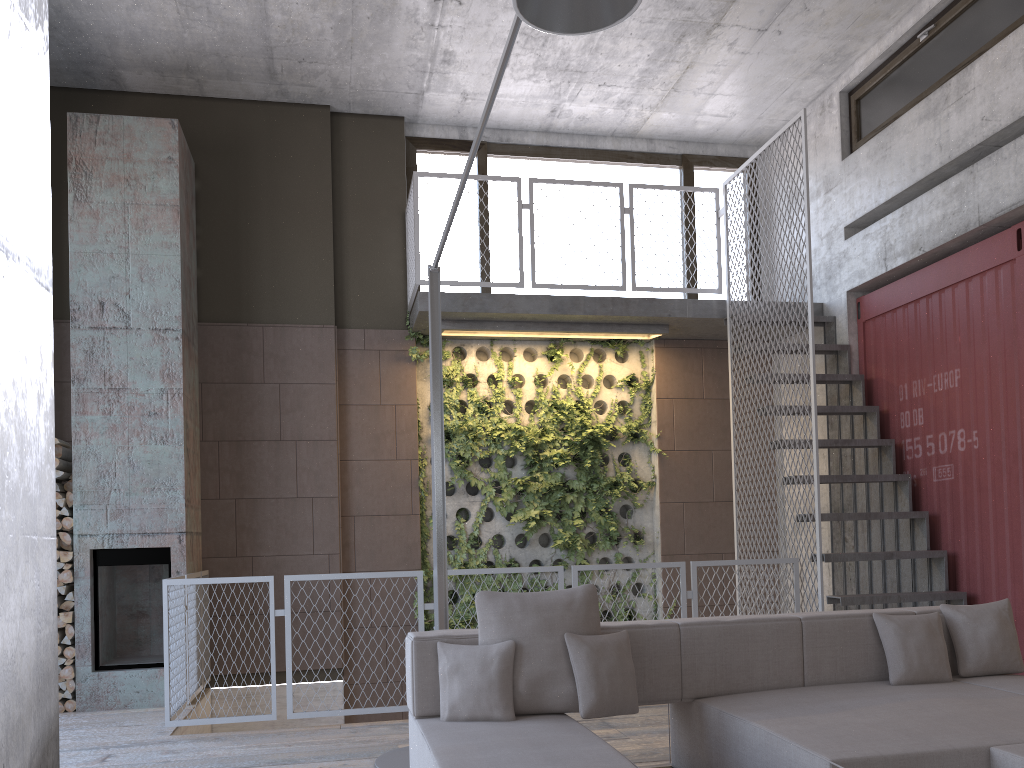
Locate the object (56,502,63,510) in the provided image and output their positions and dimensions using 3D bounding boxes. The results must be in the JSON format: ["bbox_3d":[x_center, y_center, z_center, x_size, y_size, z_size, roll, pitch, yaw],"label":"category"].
[{"bbox_3d":[-3.543,0.958,6.833,0.104,0.101,0.296,0,-9,-12],"label":"object"}]

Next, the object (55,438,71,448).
[{"bbox_3d":[-3.502,0.460,6.792,0.087,0.055,0.337,0,-10,-12],"label":"object"}]

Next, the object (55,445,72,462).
[{"bbox_3d":[-3.504,0.543,6.821,0.099,0.106,0.298,-1,-9,-11],"label":"object"}]

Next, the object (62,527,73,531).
[{"bbox_3d":[-3.378,1.083,6.770,0.101,0.101,0.297,-1,-9,-10],"label":"object"}]

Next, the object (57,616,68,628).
[{"bbox_3d":[-3.429,1.819,6.780,0.091,0.088,0.462,0,-10,-12],"label":"object"}]

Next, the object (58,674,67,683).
[{"bbox_3d":[-3.438,2.232,6.733,0.122,0.067,0.369,0,-10,-10],"label":"object"}]

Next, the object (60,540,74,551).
[{"bbox_3d":[-3.424,1.253,6.814,0.101,0.085,0.368,0,-10,-12],"label":"object"}]

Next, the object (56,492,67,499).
[{"bbox_3d":[-3.475,0.869,6.765,0.122,0.067,0.369,0,-10,-10],"label":"object"}]

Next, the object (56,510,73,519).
[{"bbox_3d":[-3.490,1.020,6.796,0.115,0.078,0.441,0,-10,-12],"label":"object"}]

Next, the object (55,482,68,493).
[{"bbox_3d":[-3.478,0.808,6.794,0.067,0.070,0.429,0,-10,-12],"label":"object"}]

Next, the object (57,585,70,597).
[{"bbox_3d":[-3.525,1.611,6.818,0.104,0.101,0.296,0,-9,-12],"label":"object"}]

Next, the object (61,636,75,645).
[{"bbox_3d":[-3.385,1.956,6.771,0.071,0.072,0.429,0,-10,-12],"label":"object"}]

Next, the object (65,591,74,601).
[{"bbox_3d":[-3.368,1.621,6.777,0.066,0.084,0.431,0,-10,-14],"label":"object"}]

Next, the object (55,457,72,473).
[{"bbox_3d":[-3.469,0.627,6.749,0.093,0.092,0.443,0,-10,-12],"label":"object"}]

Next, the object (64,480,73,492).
[{"bbox_3d":[-3.411,0.810,6.872,0.100,0.101,0.297,-1,-9,-10],"label":"object"}]

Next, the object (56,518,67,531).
[{"bbox_3d":[-3.470,1.091,6.793,0.091,0.088,0.462,0,-10,-12],"label":"object"}]

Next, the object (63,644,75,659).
[{"bbox_3d":[-3.357,2.052,6.783,0.091,0.091,0.443,0,-10,-12],"label":"object"}]

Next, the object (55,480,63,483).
[{"bbox_3d":[-3.571,0.749,6.745,0.115,0.078,0.441,0,-10,-12],"label":"object"}]

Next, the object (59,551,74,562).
[{"bbox_3d":[-3.380,1.332,6.785,0.093,0.082,0.486,0,-10,-12],"label":"object"}]

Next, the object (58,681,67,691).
[{"bbox_3d":[-3.403,2.300,6.750,0.066,0.084,0.431,0,-10,-14],"label":"object"}]

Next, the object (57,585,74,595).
[{"bbox_3d":[-3.423,1.590,6.767,0.066,0.084,0.431,0,-10,-14],"label":"object"}]

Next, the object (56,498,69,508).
[{"bbox_3d":[-3.441,0.937,6.782,0.066,0.084,0.431,0,-10,-14],"label":"object"}]

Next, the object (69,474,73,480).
[{"bbox_3d":[-3.402,0.736,6.876,0.064,0.048,0.254,0,-10,-10],"label":"object"}]

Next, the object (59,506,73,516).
[{"bbox_3d":[-3.411,0.993,6.794,0.071,0.072,0.429,0,-10,-12],"label":"object"}]

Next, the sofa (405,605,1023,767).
[{"bbox_3d":[1.259,1.296,2.974,2.996,0.777,3.055,0,-10,-11],"label":"sofa"}]

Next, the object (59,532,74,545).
[{"bbox_3d":[-3.390,1.194,6.752,0.088,0.107,0.370,-1,-9,-12],"label":"object"}]

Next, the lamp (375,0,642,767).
[{"bbox_3d":[-0.039,0.204,4.003,0.755,3.394,2.655,-1,-5,-24],"label":"lamp"}]

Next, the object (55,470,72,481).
[{"bbox_3d":[-3.428,0.707,6.761,0.066,0.067,0.429,0,-10,-12],"label":"object"}]

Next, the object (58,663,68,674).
[{"bbox_3d":[-3.441,2.171,6.762,0.067,0.070,0.429,0,-10,-12],"label":"object"}]

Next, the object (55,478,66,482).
[{"bbox_3d":[-3.507,0.707,6.745,0.067,0.066,0.429,0,-10,-12],"label":"object"}]

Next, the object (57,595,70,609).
[{"bbox_3d":[-3.464,1.673,6.739,0.091,0.088,0.462,-1,-10,-11],"label":"object"}]

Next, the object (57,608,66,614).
[{"bbox_3d":[-3.530,1.741,6.742,0.093,0.082,0.486,0,-10,-12],"label":"object"}]

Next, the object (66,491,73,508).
[{"bbox_3d":[-3.377,0.901,6.803,0.063,0.124,0.369,-1,-9,-13],"label":"object"}]

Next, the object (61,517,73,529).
[{"bbox_3d":[-3.384,1.083,6.807,0.091,0.091,0.443,0,-10,-12],"label":"object"}]

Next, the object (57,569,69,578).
[{"bbox_3d":[-3.460,1.461,6.779,0.067,0.070,0.429,0,-10,-12],"label":"object"}]
